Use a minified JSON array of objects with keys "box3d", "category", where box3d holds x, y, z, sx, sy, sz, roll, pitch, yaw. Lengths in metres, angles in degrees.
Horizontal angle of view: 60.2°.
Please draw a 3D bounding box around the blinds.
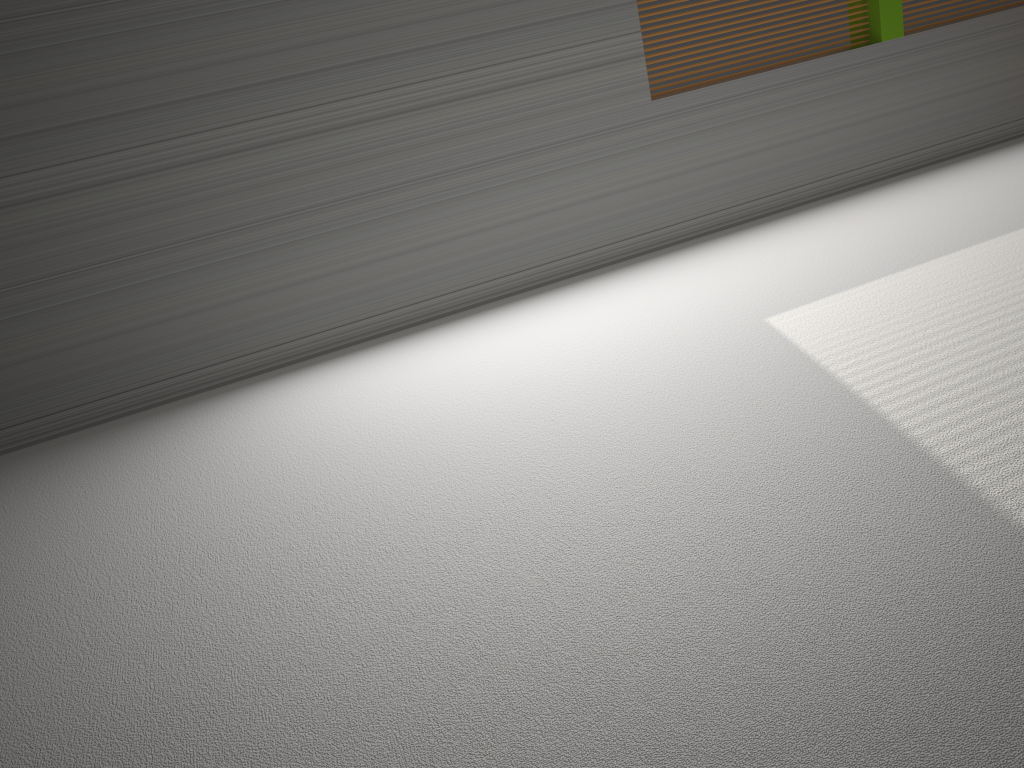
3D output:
[{"box3d":[1.574,-2.491,4.024,3.554,1.998,0.012,-19,20,-16],"category":"blinds"}]
